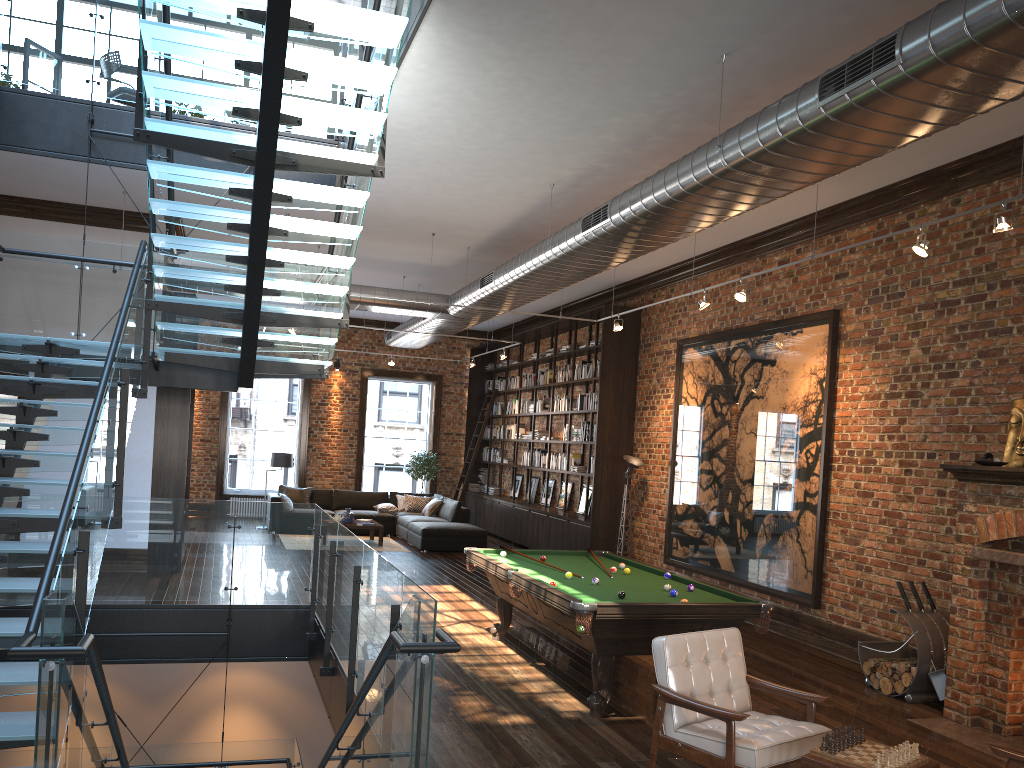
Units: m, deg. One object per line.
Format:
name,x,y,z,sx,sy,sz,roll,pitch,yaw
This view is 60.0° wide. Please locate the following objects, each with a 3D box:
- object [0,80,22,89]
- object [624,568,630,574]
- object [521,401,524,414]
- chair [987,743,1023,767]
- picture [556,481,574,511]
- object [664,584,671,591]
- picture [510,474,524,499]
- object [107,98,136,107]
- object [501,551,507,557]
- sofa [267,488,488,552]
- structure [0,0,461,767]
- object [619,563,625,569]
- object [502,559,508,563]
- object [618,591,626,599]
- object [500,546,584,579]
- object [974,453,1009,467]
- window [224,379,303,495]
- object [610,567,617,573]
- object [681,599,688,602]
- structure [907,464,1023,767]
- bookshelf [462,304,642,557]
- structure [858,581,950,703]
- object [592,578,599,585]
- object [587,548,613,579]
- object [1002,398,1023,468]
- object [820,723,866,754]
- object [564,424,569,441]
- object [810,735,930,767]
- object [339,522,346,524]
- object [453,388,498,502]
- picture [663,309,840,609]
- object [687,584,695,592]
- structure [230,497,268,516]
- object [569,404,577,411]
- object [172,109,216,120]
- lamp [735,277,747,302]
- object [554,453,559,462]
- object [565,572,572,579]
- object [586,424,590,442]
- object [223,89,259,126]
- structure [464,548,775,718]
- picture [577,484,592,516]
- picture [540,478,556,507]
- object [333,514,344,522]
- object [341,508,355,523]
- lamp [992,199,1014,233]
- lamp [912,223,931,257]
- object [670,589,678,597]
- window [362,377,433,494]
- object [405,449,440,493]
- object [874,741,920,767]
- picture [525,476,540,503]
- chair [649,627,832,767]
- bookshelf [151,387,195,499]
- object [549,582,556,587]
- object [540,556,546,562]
object,-7.532,-3.635,12.901,0.798,1.865,0.814,3,0,30
object,0.997,1.622,7.686,0.057,0.057,0.057,4,-2,-18
object,0.212,0.457,17.351,0.075,0.255,0.087,3,0,-28
chair,2.273,1.802,3.638,0.740,0.866,0.770,3,-2,32
picture,0.927,1.949,15.484,0.112,0.498,0.507,3,-2,-18
object,1.206,1.577,6.876,0.057,0.057,0.057,3,-2,21
picture,0.094,2.082,18.048,0.112,0.498,0.507,3,-2,-18
object,-4.213,-3.118,9.692,0.518,0.769,0.542,3,-1,42
object,-0.080,1.607,8.379,0.058,0.057,0.057,4,-2,-17
sofa,-2.581,2.433,16.184,3.506,0.804,3.450,5,-4,-18
structure,-2.518,0.326,5.725,3.581,14.496,7.036,3,0,-18
object,0.997,1.647,8.026,0.057,0.057,0.057,3,-2,27
object,-0.067,1.566,7.785,0.057,0.057,0.057,4,-2,-19
object,0.787,1.516,6.367,0.057,0.057,0.057,4,-2,-13
object,0.239,1.589,7.974,0.028,0.072,1.605,3,-4,-26
object,3.506,0.555,6.488,0.237,0.105,0.237,4,-3,-8
window,-5.318,1.033,18.981,1.522,2.753,0.154,4,1,-18
object,0.882,1.617,7.709,0.057,0.057,0.057,2,-2,37
object,1.203,1.528,6.185,0.057,0.057,0.057,3,-2,0
structure,3.665,1.521,5.806,0.888,1.906,1.998,3,-2,-18
bookshelf,0.373,1.039,16.567,0.601,3.997,7.409,3,-3,-18
structure,3.325,2.087,7.213,0.538,0.919,0.926,4,-2,-17
object,0.657,1.551,6.971,0.057,0.057,0.057,2,-2,42
object,0.805,1.636,8.159,0.028,0.072,1.608,3,-4,-2
object,3.855,0.372,6.640,0.125,0.536,0.408,3,-1,-18
object,1.572,1.664,4.201,0.335,0.101,0.075,7,-3,-43
object,0.935,0.821,14.991,0.069,0.288,0.117,3,0,-25
object,1.656,1.725,4.107,0.389,0.028,0.387,7,-6,-43
object,-3.009,2.384,15.225,0.267,0.018,0.202,3,-4,6
object,-0.882,1.606,18.913,0.898,3.077,0.494,3,1,-18
picture,2.651,0.834,10.375,0.080,3.001,3.200,3,-2,-18
object,1.397,1.592,6.921,0.057,0.057,0.057,3,-2,4
structure,-5.329,2.616,18.737,1.303,0.395,0.215,5,-1,-18
object,1.068,0.401,15.040,0.096,0.137,0.235,4,-3,-34
object,-4.940,-3.421,13.714,0.810,1.865,0.802,3,0,25
lamp,2.163,-0.893,8.367,0.113,0.230,0.114,3,0,11
object,0.826,1.375,15.744,0.166,0.282,0.015,4,1,-18
object,0.463,1.557,7.219,0.057,0.057,0.057,3,-2,19
object,1.212,0.777,14.152,0.069,0.288,0.117,3,0,-25
object,-2.971,-3.015,10.092,0.540,0.769,0.519,4,-1,-8
structure,0.680,1.983,7.426,1.555,0.851,2.957,4,-4,-18
picture,1.221,1.902,14.579,0.112,0.498,0.507,3,-2,-18
picture,0.658,1.992,16.314,0.112,0.498,0.507,3,-2,-18
object,-2.998,2.315,15.237,0.218,0.159,0.219,2,-3,24
object,-2.860,2.293,15.454,0.215,0.251,0.215,3,-1,15
lamp,3.077,-1.049,5.547,0.117,0.213,0.117,3,0,24
lamp,2.863,-1.006,6.202,0.114,0.230,0.113,4,0,-44
object,1.205,1.557,6.602,0.057,0.057,0.057,4,-2,-13
window,-2.602,1.260,19.869,1.522,2.753,0.154,4,1,-18
object,-1.995,2.343,19.411,0.813,1.865,0.799,3,0,-10
object,1.748,1.661,4.012,0.335,0.101,0.075,7,-3,-43
picture,0.397,2.033,17.115,0.112,0.498,0.507,3,-2,-18
chair,1.225,1.822,4.795,0.770,0.866,0.740,4,-2,-38
bookshelf,-4.537,0.657,11.940,0.401,3.517,1.780,3,0,-18
object,0.304,1.505,6.625,0.057,0.057,0.057,3,-2,29
object,0.288,1.618,8.214,0.057,0.057,0.057,2,-2,30
